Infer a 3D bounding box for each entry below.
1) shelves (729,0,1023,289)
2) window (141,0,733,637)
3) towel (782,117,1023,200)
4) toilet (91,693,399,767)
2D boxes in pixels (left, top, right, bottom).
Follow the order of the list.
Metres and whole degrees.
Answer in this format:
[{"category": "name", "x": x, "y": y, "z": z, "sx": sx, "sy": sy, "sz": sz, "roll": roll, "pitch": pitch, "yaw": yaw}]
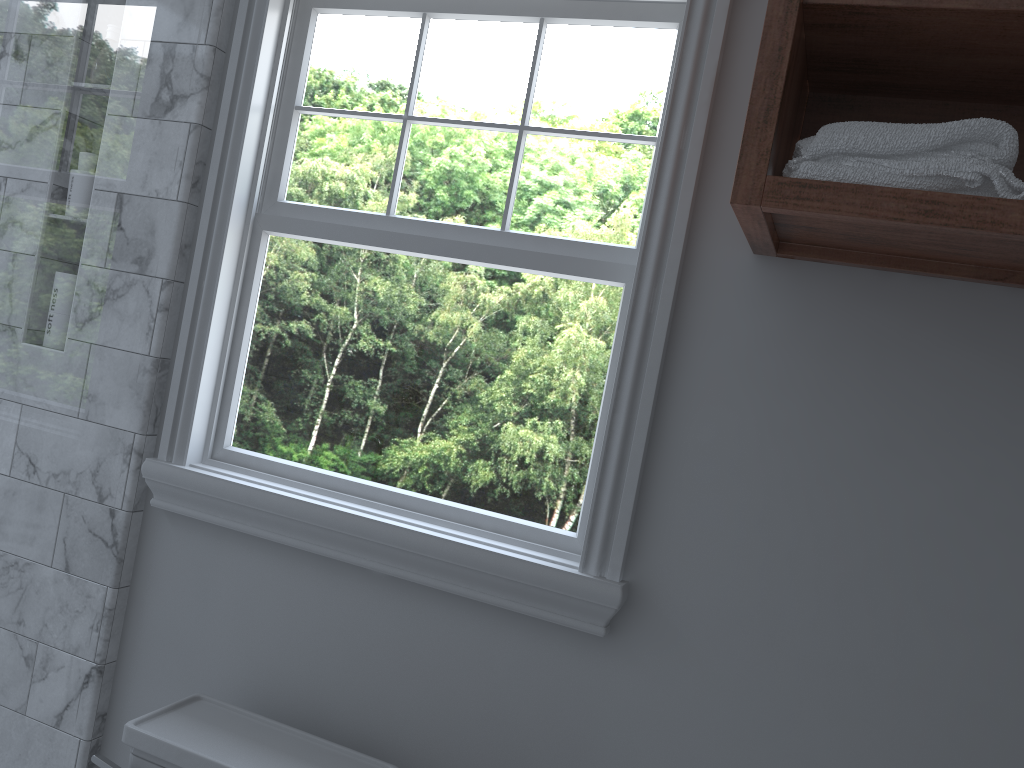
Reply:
[{"category": "shelves", "x": 0.688, "y": -0.442, "z": 1.178, "sx": 0.647, "sy": 0.566, "sz": 0.357, "roll": 11, "pitch": 1, "yaw": 20}, {"category": "window", "x": -0.162, "y": -0.273, "z": 1.694, "sx": 1.040, "sy": 1.248, "sz": 0.149, "roll": 11, "pitch": 1, "yaw": 20}, {"category": "towel", "x": 0.524, "y": -0.272, "z": 1.198, "sx": 0.305, "sy": 0.112, "sz": 0.283, "roll": 11, "pitch": 1, "yaw": 20}, {"category": "toilet", "x": -0.606, "y": 0.967, "z": 1.300, "sx": 0.490, "sy": 0.727, "sz": 0.722, "roll": 11, "pitch": 1, "yaw": 20}]
